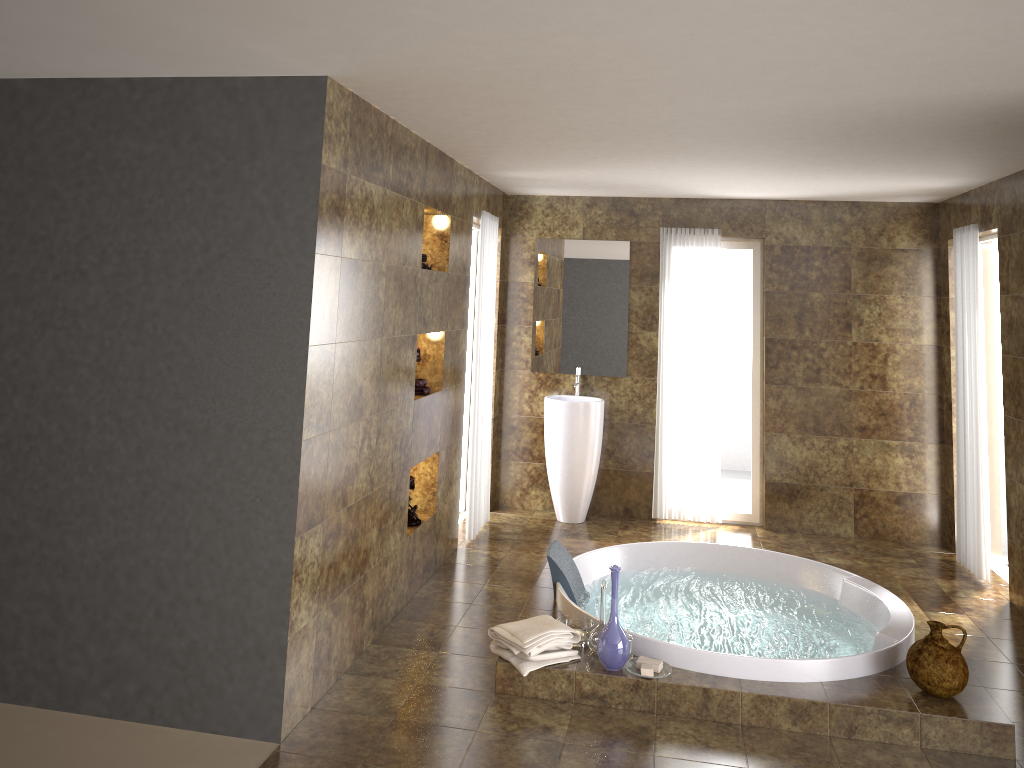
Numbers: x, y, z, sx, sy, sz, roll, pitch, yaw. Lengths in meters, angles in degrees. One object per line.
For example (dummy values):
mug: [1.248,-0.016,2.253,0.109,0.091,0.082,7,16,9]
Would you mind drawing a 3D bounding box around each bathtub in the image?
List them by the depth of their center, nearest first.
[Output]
bathtub: [1.097,1.196,4.419,1.755,0.528,1.737,6,6,41]

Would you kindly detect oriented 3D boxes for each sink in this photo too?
sink: [0.465,0.461,6.602,0.459,1.151,0.428,1,-6,13]

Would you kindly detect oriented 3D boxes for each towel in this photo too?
towel: [0.095,1.112,3.748,0.319,0.152,0.339,0,4,-35]

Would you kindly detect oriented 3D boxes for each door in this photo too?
door: [3.657,0.143,5.793,0.956,2.255,0.039,-3,-9,44]
door: [-0.801,-0.144,6.832,0.961,2.256,0.039,2,-7,1]

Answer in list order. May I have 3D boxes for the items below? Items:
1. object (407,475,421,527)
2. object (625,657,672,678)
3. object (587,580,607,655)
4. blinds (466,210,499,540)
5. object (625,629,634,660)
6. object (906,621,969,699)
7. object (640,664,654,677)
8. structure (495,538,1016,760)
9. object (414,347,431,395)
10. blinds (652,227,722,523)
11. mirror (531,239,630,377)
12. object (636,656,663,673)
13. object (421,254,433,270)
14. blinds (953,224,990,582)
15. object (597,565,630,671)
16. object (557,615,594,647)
object: [-0.586,0.651,4.910,0.152,0.277,0.149,1,-4,11]
object: [0.570,1.190,3.606,0.190,0.019,0.189,2,5,-1]
object: [0.400,1.021,3.792,0.130,0.312,0.127,1,-6,18]
blinds: [-0.192,-0.112,6.243,0.068,2.305,0.587,1,-7,10]
object: [0.498,1.125,3.749,0.057,0.117,0.057,5,-5,-27]
object: [1.734,1.119,3.527,0.229,0.278,0.228,3,-2,-17]
object: [0.556,1.176,3.551,0.053,0.034,0.073,3,3,11]
structure: [1.099,1.204,4.419,2.007,0.125,1.993,3,6,11]
object: [-0.559,-0.085,5.029,0.175,0.288,0.109,2,-6,11]
blinds: [1.370,-0.098,6.703,0.520,2.293,0.066,1,-7,10]
mirror: [0.550,-0.623,6.956,0.769,1.106,0.008,2,-7,11]
object: [0.576,1.173,3.618,0.101,0.032,0.061,4,3,26]
object: [-0.547,-0.799,5.057,0.152,0.270,0.120,2,-5,11]
blinds: [3.020,0.072,5.733,0.069,2.306,0.473,1,-7,10]
object: [0.432,0.981,3.655,0.136,0.425,0.133,0,-6,18]
object: [0.285,1.119,3.920,0.169,0.076,0.169,2,3,-8]
